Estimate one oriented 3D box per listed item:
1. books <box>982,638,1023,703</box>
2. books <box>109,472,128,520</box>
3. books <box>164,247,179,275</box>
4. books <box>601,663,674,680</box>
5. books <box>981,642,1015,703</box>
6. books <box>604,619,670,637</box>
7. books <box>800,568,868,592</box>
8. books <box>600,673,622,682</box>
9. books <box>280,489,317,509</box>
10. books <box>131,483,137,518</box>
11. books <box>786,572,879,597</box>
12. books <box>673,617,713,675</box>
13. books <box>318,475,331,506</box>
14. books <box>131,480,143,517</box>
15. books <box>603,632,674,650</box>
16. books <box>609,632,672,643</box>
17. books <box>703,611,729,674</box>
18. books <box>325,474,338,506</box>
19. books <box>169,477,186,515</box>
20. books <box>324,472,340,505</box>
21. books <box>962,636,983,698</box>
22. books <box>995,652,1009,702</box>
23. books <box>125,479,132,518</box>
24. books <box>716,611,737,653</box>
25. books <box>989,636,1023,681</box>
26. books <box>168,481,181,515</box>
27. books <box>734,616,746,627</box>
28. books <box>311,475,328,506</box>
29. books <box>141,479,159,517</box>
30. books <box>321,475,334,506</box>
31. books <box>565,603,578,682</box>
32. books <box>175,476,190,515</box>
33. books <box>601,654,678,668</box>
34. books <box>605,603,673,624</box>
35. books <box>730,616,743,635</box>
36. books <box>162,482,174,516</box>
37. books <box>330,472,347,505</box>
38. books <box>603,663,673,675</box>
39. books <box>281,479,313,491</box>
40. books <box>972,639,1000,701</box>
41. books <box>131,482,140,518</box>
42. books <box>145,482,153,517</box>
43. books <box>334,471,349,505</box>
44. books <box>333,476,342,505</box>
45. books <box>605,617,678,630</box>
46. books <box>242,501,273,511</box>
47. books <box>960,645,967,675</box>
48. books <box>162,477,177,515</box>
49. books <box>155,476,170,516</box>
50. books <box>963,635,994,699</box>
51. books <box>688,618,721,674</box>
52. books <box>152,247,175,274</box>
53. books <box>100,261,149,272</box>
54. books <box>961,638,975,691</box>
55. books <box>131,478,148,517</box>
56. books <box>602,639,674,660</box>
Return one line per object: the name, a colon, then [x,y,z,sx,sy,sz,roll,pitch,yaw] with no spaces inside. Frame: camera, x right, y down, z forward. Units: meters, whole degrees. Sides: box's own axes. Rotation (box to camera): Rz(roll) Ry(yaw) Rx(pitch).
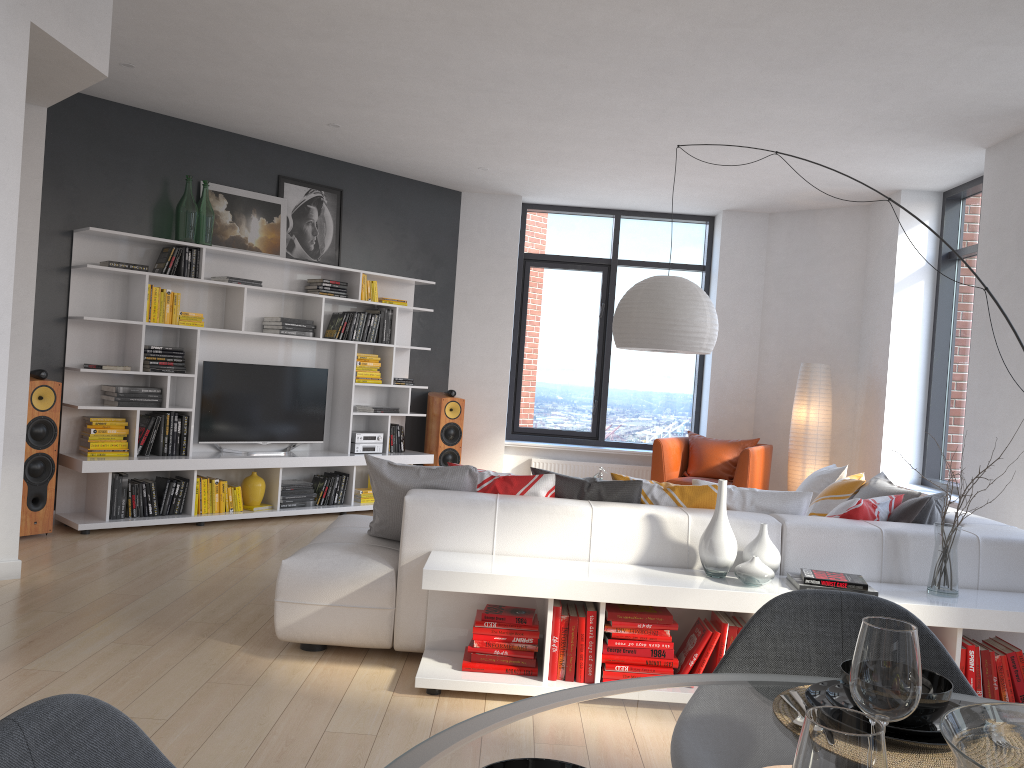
books: [1.985,1.171,3.561,0.119,0.249,0.187,4,1,0]
books: [-2.797,0.770,6.186,0.128,0.321,0.259,3,1,-45]
books: [-2.509,-0.889,6.457,0.087,0.214,0.171,3,1,-44]
books: [0.498,1.147,3.559,0.282,0.030,0.188,4,1,2]
books: [1.945,1.175,3.554,0.083,0.233,0.178,4,1,0]
books: [0.494,0.974,3.585,0.257,0.025,0.182,4,1,0]
books: [1.287,0.785,3.557,0.238,0.027,0.188,4,1,14]
books: [0.493,1.175,3.576,0.274,0.029,0.200,4,1,0]
books: [-1.806,0.915,7.203,0.277,0.137,0.343,5,1,40]
books: [-2.708,0.813,6.266,0.053,0.240,0.189,3,1,-44]
books: [1.286,0.811,3.582,0.300,0.026,0.245,4,1,5]
books: [0.712,1.081,3.567,0.144,0.247,0.188,4,1,1]
books: [-1.600,0.882,7.369,0.096,0.234,0.187,3,1,-44]
books: [-2.665,0.813,6.288,0.169,0.242,0.050,5,1,45]
books: [0.500,1.023,3.582,0.261,0.027,0.191,4,1,-4]
books: [0.511,0.999,3.577,0.236,0.023,0.178,4,1,0]
books: [0.817,1.073,3.559,0.046,0.282,0.199,4,1,0]
books: [-1.534,0.882,7.397,0.069,0.242,0.172,3,1,-44]
books: [-2.478,0.820,6.505,0.084,0.249,0.191,3,1,-45]
books: [-1.536,0.874,7.431,0.192,0.254,0.075,5,1,44]
books: [1.822,1.154,3.547,0.056,0.262,0.185,4,1,0]
books: [1.921,1.175,3.550,0.081,0.230,0.165,4,1,0]
books: [-2.732,0.796,6.246,0.202,0.268,0.053,5,1,45]
books: [0.854,1.080,3.575,0.038,0.270,0.215,4,1,0]
books: [2.018,1.169,3.564,0.116,0.255,0.198,4,1,0]
books: [-2.498,0.822,6.470,0.179,0.243,0.071,5,1,44]
books: [0.912,1.085,3.551,0.028,0.269,0.181,4,1,0]
books: [-1.620,0.880,7.342,0.104,0.234,0.182,3,1,-45]
books: [-2.603,0.813,6.359,0.083,0.249,0.191,3,1,-45]
books: [-1.568,0.883,7.381,0.169,0.233,0.081,5,1,44]
books: [0.235,1.041,3.589,0.034,0.259,0.207,4,1,0]
books: [-2.455,0.817,6.529,0.066,0.260,0.197,3,1,-45]
books: [0.504,1.092,3.598,0.301,0.032,0.227,4,1,0]
books: [0.499,0.919,3.586,0.259,0.034,0.206,4,1,-3]
books: [0.885,1.085,3.566,0.028,0.266,0.188,4,1,0]
books: [-2.525,0.823,6.425,0.069,0.242,0.172,3,1,-44]
books: [-1.489,0.879,7.475,0.084,0.249,0.191,3,1,-45]
books: [0.498,1.120,3.562,0.266,0.026,0.187,4,1,0]
books: [-1.819,0.822,7.214,0.250,0.047,0.310,5,1,41]
books: [1.886,1.166,3.545,0.066,0.247,0.175,4,1,0]
books: [-2.686,0.815,6.278,0.049,0.236,0.170,3,1,-44]
books: [-2.625,0.816,6.332,0.066,0.242,0.177,3,1,-45]
books: [-1.465,0.876,7.500,0.066,0.260,0.197,3,1,-45]
books: [-1.513,0.883,7.446,0.179,0.243,0.068,5,1,44]
books: [0.515,0.950,3.578,0.266,0.026,0.187,4,1,-5]
books: [-2.045,0.955,6.948,0.270,0.029,0.204,4,1,30]
books: [1.754,1.153,3.542,0.026,0.250,0.168,4,1,0]
books: [-2.525,0.815,6.461,0.192,0.254,0.075,5,1,44]
books: [-2.560,0.810,6.430,0.066,0.260,0.197,3,1,-45]
books: [1.858,1.160,3.556,0.076,0.252,0.199,4,1,0]
books: [0.753,1.084,3.560,0.115,0.245,0.192,4,1,0]
books: [-2.527,-0.891,6.430,0.166,0.213,0.096,5,1,44]
books: [-2.722,-0.819,6.222,0.268,0.046,0.208,3,1,-41]
books: [1.792,1.147,3.550,0.050,0.268,0.198,4,1,0]
books: [-2.652,0.808,6.316,0.193,0.255,0.066,5,1,45]
books: [0.500,1.056,3.598,0.279,0.039,0.206,4,1,1]
